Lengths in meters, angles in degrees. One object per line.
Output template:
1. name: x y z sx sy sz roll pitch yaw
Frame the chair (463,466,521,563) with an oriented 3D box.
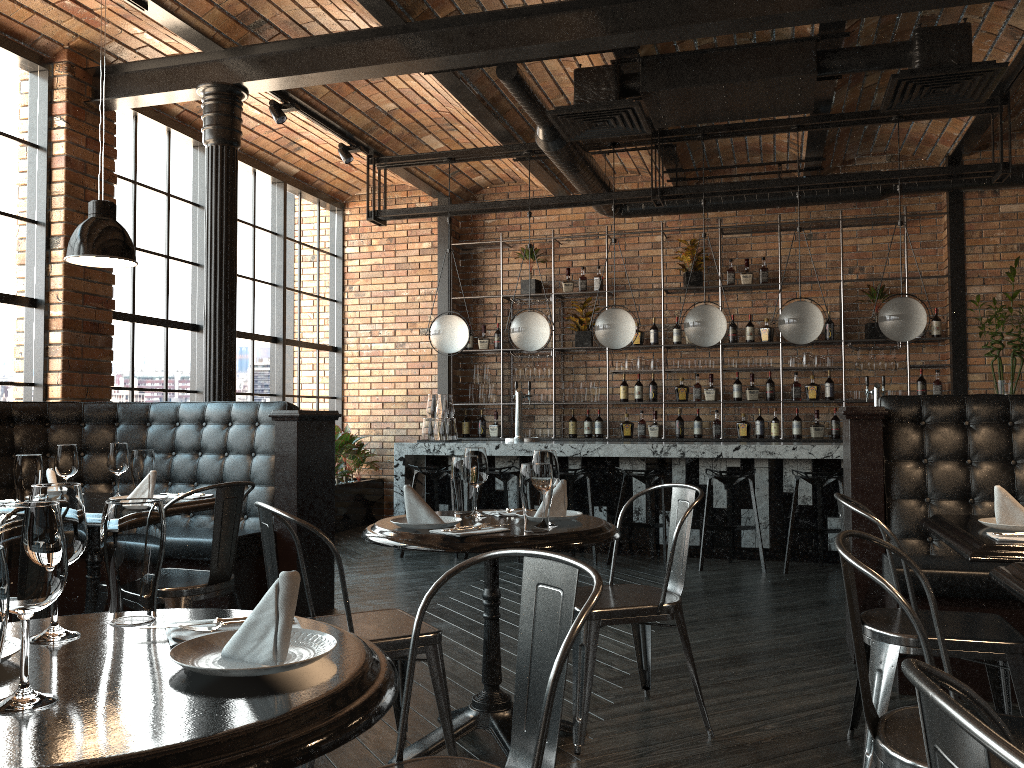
1. chair: -0.092 1.010 7.072 0.475 0.737 0.414 -1 -2 22

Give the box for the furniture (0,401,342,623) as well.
1. furniture: -2.736 0.621 2.905 1.979 1.212 5.451 -1 -2 17

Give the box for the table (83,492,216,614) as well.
1. table: -1.775 0.878 3.758 0.872 0.758 0.872 -1 -2 17

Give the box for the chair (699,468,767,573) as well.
1. chair: 1.619 0.985 6.561 0.475 0.737 0.414 -1 -2 12

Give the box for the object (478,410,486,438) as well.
1. object: -0.323 0.425 9.526 0.086 0.297 0.086 2 -3 -39

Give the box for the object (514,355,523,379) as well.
1. object: 0.067 -0.180 9.363 0.092 0.244 0.092 -1 -2 22

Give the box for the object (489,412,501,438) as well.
1. object: -0.169 0.434 9.491 0.123 0.279 0.123 -1 -3 30

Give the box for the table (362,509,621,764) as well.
1. table: -0.069 0.843 2.993 0.866 0.758 0.866 1 -2 -20

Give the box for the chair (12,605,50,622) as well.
1. chair: -1.604 0.782 2.588 0.558 0.857 0.504 -1 -2 12

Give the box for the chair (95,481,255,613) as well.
1. chair: -1.360 0.821 3.603 0.558 0.857 0.504 -1 -2 22

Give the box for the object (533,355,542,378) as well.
1. object: 0.267 -0.183 9.303 0.092 0.244 0.092 -1 -2 22

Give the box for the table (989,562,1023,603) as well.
1. table: 1.465 0.786 1.624 0.872 0.758 0.872 -1 -2 17

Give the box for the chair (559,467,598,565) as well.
1. chair: 0.448 1.002 6.911 0.475 0.737 0.414 -1 -2 12

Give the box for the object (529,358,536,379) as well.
1. object: 0.220 -0.176 9.489 0.092 0.244 0.092 -1 -2 22

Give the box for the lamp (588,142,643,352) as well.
1. lamp: 0.854 -1.143 7.386 0.340 1.754 0.340 1 -2 -27

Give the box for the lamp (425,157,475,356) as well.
1. lamp: -0.551 -1.122 7.805 0.340 1.754 0.340 1 -2 -27

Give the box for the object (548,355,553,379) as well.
1. object: 0.414 -0.179 9.431 0.092 0.244 0.092 -1 -2 22

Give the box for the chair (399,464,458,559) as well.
1. chair: -0.639 1.018 7.236 0.475 0.737 0.414 0 -2 7

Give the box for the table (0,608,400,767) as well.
1. table: -0.594 0.777 1.236 0.866 0.758 0.866 1 -2 -20

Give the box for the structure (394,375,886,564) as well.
1. structure: 1.839 0.682 7.665 5.346 1.430 1.930 -1 -2 17

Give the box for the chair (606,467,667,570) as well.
1. chair: 1.004 0.994 6.745 0.475 0.737 0.414 -1 -2 27

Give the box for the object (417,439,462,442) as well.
1. object: -0.639 0.502 7.862 0.273 0.019 0.437 -1 -2 17

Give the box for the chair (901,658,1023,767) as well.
1. chair: 0.661 0.705 0.762 0.558 0.857 0.504 0 -2 7

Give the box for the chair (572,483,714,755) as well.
1. chair: 0.397 0.801 3.236 0.558 0.857 0.504 1 -2 -18

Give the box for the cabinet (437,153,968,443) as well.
1. cabinet: 0.854 -0.370 9.189 7.075 3.779 0.564 -1 -2 17

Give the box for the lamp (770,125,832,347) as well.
1. lamp: 2.258 -1.163 6.967 0.340 1.754 0.340 1 -2 -27

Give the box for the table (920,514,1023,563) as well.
1. table: 1.781 0.826 2.681 0.872 0.758 0.872 -1 -2 17

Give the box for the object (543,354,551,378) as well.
1. object: 0.366 -0.185 9.273 0.092 0.244 0.092 -1 -2 22

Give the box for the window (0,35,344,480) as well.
1. window: -4.264 -0.675 2.121 0.168 3.253 16.179 -1 -2 17

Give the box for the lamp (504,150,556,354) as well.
1. lamp: 0.151 -1.133 7.596 0.340 1.754 0.340 1 -2 -27

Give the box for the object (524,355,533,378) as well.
1. object: 0.172 -0.182 9.331 0.092 0.244 0.092 -1 -2 22

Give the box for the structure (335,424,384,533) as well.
1. structure: -2.149 0.876 7.755 0.757 1.072 4.107 -1 -2 16

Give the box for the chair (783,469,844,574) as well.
1. chair: 2.212 0.977 6.384 0.475 0.737 0.414 -1 -2 22

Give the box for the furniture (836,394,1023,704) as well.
1. furniture: 1.798 0.555 1.547 1.979 1.212 5.451 -1 -2 17

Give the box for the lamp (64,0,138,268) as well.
1. lamp: -1.769 -1.348 3.850 0.291 1.653 0.291 1 -3 -28

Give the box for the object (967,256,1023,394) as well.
1. object: 4.268 -0.288 7.628 0.673 1.546 0.584 1 -3 -34

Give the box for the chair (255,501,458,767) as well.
1. chair: -0.503 0.785 2.750 0.558 0.857 0.504 1 -3 -28

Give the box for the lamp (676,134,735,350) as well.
1. lamp: 1.556 -1.153 7.176 0.340 1.754 0.340 1 -2 -27

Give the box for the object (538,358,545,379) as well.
1. object: 0.314 -0.177 9.461 0.092 0.244 0.092 -1 -2 22

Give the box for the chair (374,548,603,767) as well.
1. chair: -0.148 0.735 1.482 0.558 0.857 0.504 1 -3 -33

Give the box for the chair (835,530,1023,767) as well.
1. chair: 0.951 0.743 1.771 0.558 0.857 0.504 -1 -2 27

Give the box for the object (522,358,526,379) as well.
1. object: 0.114 -0.174 9.520 0.092 0.244 0.092 -1 -2 22

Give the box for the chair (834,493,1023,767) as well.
1. chair: 1.317 0.781 2.789 0.558 0.857 0.504 -1 -2 17

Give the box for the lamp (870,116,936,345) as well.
1. lamp: 2.960 -1.174 6.757 0.340 1.754 0.340 1 -2 -27
